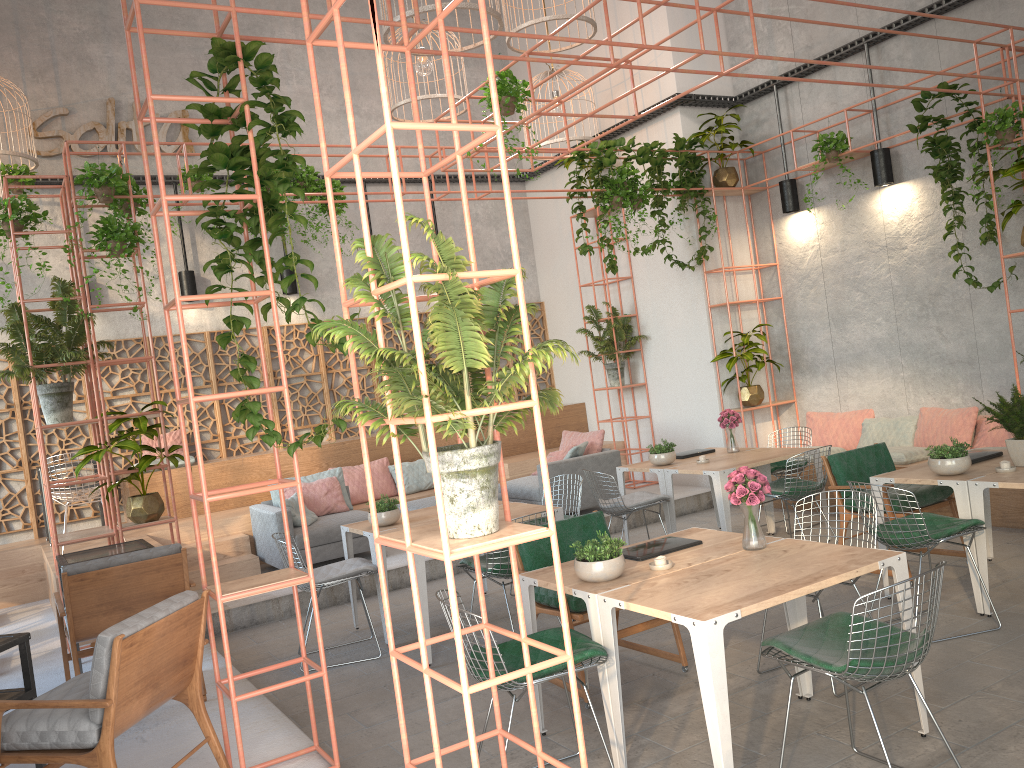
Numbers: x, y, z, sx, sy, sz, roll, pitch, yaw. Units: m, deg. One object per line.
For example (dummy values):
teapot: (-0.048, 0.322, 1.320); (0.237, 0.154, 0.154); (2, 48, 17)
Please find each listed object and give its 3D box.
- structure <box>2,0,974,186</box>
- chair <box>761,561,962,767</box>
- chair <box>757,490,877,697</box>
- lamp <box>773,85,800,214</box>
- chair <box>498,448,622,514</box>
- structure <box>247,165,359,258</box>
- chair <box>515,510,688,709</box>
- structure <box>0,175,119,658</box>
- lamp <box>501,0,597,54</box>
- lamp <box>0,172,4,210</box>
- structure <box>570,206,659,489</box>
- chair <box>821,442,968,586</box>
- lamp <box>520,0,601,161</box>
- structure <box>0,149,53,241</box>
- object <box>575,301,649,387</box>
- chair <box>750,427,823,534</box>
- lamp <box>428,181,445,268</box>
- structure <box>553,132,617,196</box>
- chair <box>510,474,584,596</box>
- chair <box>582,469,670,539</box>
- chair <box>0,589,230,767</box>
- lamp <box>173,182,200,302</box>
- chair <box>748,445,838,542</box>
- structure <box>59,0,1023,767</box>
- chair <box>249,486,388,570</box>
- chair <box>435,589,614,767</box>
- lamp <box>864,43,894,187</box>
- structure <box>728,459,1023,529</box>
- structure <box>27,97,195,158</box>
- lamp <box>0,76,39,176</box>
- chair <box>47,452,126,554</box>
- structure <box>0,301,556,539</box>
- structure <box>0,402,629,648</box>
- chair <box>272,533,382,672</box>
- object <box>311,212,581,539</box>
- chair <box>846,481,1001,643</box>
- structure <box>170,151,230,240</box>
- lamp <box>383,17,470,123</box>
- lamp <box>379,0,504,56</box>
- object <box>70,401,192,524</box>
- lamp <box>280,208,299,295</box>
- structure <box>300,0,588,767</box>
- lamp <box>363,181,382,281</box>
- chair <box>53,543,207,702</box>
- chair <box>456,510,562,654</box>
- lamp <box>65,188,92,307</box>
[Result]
structure: (2.773, -3.302, 5.858); (15.203, 0.110, 15.603); (-8, 1, -30)
chair: (1.381, 1.164, 3.516); (0.565, 0.941, 0.717); (-8, 1, -34)
chair: (1.668, 1.110, 4.849); (0.717, 0.941, 0.565); (-8, 1, -29)
lamp: (3.044, -2.641, 9.952); (0.185, 1.425, 0.179); (-8, 1, -30)
chair: (0.528, 1.136, 10.054); (1.052, 0.672, 1.127); (-8, 1, -30)
structure: (-2.560, -2.115, 10.579); (1.434, 1.290, 0.670); (-8, 1, -30)
chair: (0.482, 1.270, 5.218); (0.722, 0.917, 0.685); (-8, 1, -30)
structure: (-3.539, 0.249, 6.722); (0.722, 3.623, 0.748); (-8, 1, -30)
lamp: (0.153, -5.075, 8.556); (0.883, 3.476, 0.883); (-7, 1, 22)
lamp: (-5.148, -3.270, 7.707); (0.883, 3.476, 0.883); (-7, 1, 22)
structure: (1.329, -0.467, 11.519); (0.424, 3.596, 0.624); (-8, 1, -30)
chair: (2.854, 0.933, 6.637); (0.722, 0.917, 0.685); (-8, 1, -30)
lamp: (0.378, -4.486, 10.471); (0.883, 3.476, 0.883); (-7, 1, 22)
structure: (-5.115, -1.914, 9.137); (0.605, 0.972, 0.587); (-8, 1, -32)
object: (1.272, -0.514, 11.410); (0.900, 1.097, 0.894); (-8, 1, -1)
chair: (2.623, 0.936, 8.706); (0.717, 0.941, 0.565); (-8, 1, -29)
lamp: (-1.053, -2.111, 12.334); (0.179, 1.436, 0.185); (-8, 1, -30)
structure: (0.930, -2.777, 11.359); (0.903, 0.803, 0.934); (-7, 1, 31)
chair: (0.285, 1.267, 7.326); (0.717, 0.941, 0.565); (-8, 1, -29)
chair: (1.040, 1.160, 7.762); (0.717, 0.941, 0.565); (-8, 1, -14)
chair: (-1.627, 1.387, 3.590); (0.685, 0.914, 0.722); (-8, 1, 10)
lamp: (-3.954, -1.699, 10.622); (0.185, 1.436, 0.185); (-8, 1, 10)
chair: (2.337, 0.990, 7.373); (0.565, 0.941, 0.717); (-8, 1, -34)
structure: (3.537, -1.112, 8.808); (14.096, 4.345, 4.501); (-8, 1, -32)
chair: (-1.971, 1.442, 9.054); (1.127, 0.586, 1.056); (-8, 1, -30)
chair: (0.084, 1.334, 3.905); (0.717, 0.941, 0.565); (-8, 1, -14)
lamp: (3.650, -2.710, 8.909); (0.185, 1.425, 0.179); (-8, 1, -30)
structure: (6.113, 0.678, 9.888); (5.831, 0.500, 4.386); (-8, 1, -30)
structure: (-4.688, -2.996, 10.379); (1.807, 0.695, 0.087); (-8, 1, -30)
lamp: (-5.566, -3.956, 9.043); (0.883, 3.476, 0.883); (-7, 1, 22)
chair: (-3.793, 1.058, 7.878); (0.565, 0.941, 0.717); (-8, 1, -22)
structure: (-2.971, 0.320, 11.167); (9.782, 2.103, 0.132); (-8, 1, -30)
structure: (-2.249, 1.300, 9.587); (9.152, 1.111, 3.396); (-8, 1, -30)
chair: (-1.298, 1.492, 6.382); (0.717, 0.941, 0.565); (-8, 1, -14)
object: (-0.230, -0.023, 3.088); (0.900, 1.100, 0.894); (-8, 1, -1)
chair: (2.455, 0.998, 5.325); (0.717, 0.941, 0.565); (-8, 1, -14)
structure: (-3.586, -2.131, 10.039); (0.605, 0.972, 0.587); (-8, 1, -32)
lamp: (-1.125, -4.696, 9.638); (0.883, 3.476, 0.883); (-7, 1, 22)
lamp: (-0.733, -4.289, 6.473); (0.883, 3.476, 0.883); (-7, 1, 22)
object: (-2.938, 0.621, 6.834); (0.903, 0.923, 0.934); (-7, 1, 26)
lamp: (-2.907, -1.848, 11.240); (0.185, 1.436, 0.185); (-8, 1, 10)
structure: (-0.249, 0.048, 3.153); (0.424, 3.602, 0.624); (-8, 1, -30)
lamp: (-1.890, -1.992, 11.840); (0.185, 1.436, 0.185); (-8, 1, 10)
chair: (-2.282, 1.448, 5.288); (0.722, 0.929, 0.685); (-8, 1, -30)
chair: (-0.002, 1.322, 5.993); (0.565, 0.941, 0.717); (-8, 1, -34)
lamp: (-4.950, -1.558, 10.035); (0.185, 1.436, 0.185); (-8, 1, 10)
